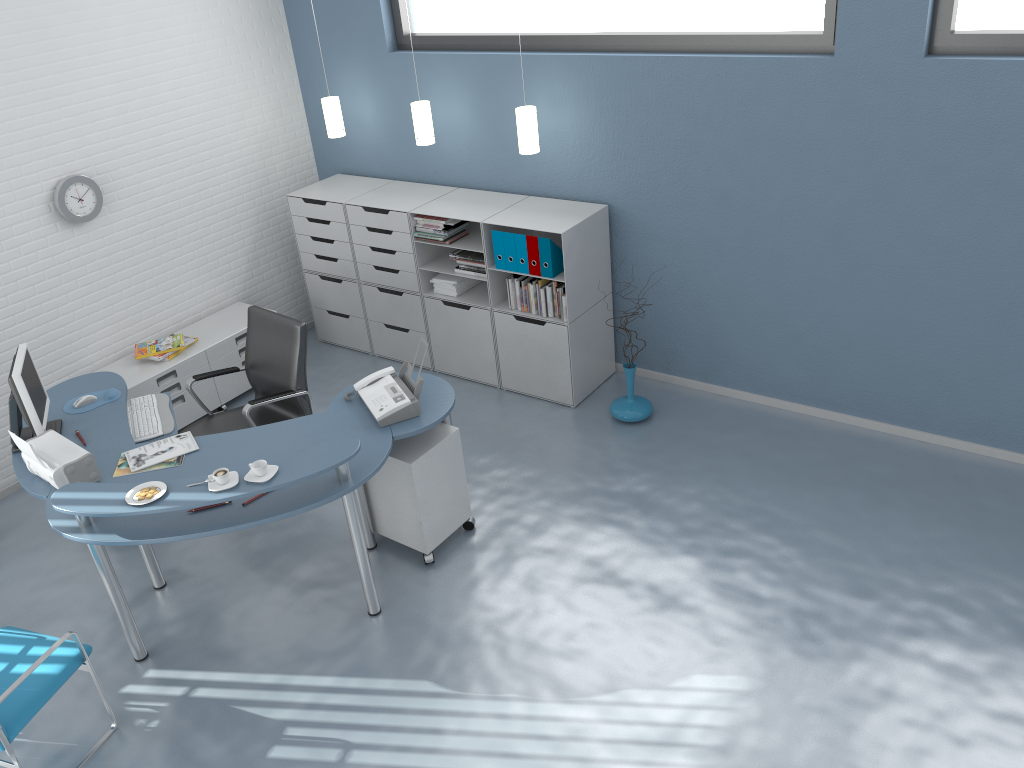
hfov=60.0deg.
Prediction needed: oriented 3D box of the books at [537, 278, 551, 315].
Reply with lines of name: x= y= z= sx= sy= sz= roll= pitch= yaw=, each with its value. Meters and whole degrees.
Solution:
books: x=0.211 y=-0.560 z=5.383 sx=0.021 sy=0.247 sz=0.157 roll=14 pitch=35 yaw=33

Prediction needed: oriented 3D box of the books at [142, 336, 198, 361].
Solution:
books: x=-2.206 y=-0.233 z=5.724 sx=0.210 sy=0.020 sz=0.300 roll=5 pitch=31 yaw=20

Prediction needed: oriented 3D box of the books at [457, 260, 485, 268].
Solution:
books: x=-0.192 y=-0.791 z=5.605 sx=0.251 sy=0.034 sz=0.197 roll=14 pitch=35 yaw=33

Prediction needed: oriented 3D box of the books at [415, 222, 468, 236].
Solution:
books: x=-0.450 y=-1.011 z=5.666 sx=0.265 sy=0.044 sz=0.212 roll=14 pitch=35 yaw=33

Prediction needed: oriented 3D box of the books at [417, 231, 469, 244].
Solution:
books: x=-0.443 y=-0.954 z=5.699 sx=0.265 sy=0.019 sz=0.209 roll=14 pitch=35 yaw=33

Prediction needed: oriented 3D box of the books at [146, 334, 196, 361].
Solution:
books: x=-2.218 y=-0.236 z=5.691 sx=0.210 sy=0.020 sz=0.300 roll=11 pitch=33 yaw=28

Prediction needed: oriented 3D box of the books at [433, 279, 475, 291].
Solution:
books: x=-0.363 y=-0.688 z=5.874 sx=0.190 sy=0.015 sz=0.270 roll=14 pitch=35 yaw=33

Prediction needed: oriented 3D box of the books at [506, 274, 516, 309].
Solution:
books: x=0.030 y=-0.588 z=5.515 sx=0.040 sy=0.203 sz=0.157 roll=14 pitch=35 yaw=33

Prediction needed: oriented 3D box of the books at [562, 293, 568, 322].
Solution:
books: x=0.358 y=-0.480 z=5.297 sx=0.032 sy=0.163 sz=0.178 roll=14 pitch=35 yaw=33

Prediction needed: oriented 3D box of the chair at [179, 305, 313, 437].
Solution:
chair: x=-1.441 y=0.159 z=4.904 sx=0.584 sy=0.948 sz=0.652 roll=18 pitch=37 yaw=37

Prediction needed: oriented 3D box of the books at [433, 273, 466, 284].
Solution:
books: x=-0.371 y=-0.730 z=5.858 sx=0.190 sy=0.015 sz=0.270 roll=11 pitch=33 yaw=29

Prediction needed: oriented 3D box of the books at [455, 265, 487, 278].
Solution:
books: x=-0.196 y=-0.739 z=5.631 sx=0.265 sy=0.034 sz=0.212 roll=14 pitch=35 yaw=33

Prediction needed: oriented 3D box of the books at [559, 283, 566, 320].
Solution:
books: x=0.337 y=-0.509 z=5.311 sx=0.032 sy=0.203 sz=0.157 roll=14 pitch=35 yaw=33

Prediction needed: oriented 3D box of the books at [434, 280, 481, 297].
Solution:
books: x=-0.363 y=-0.651 z=5.902 sx=0.190 sy=0.015 sz=0.270 roll=14 pitch=35 yaw=33

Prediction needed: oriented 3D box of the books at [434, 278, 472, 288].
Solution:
books: x=-0.360 y=-0.704 z=5.872 sx=0.190 sy=0.015 sz=0.270 roll=16 pitch=36 yaw=35

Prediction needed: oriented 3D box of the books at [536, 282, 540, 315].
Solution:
books: x=0.198 y=-0.545 z=5.405 sx=0.017 sy=0.203 sz=0.155 roll=14 pitch=35 yaw=33

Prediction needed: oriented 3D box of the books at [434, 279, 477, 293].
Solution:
books: x=-0.357 y=-0.677 z=5.885 sx=0.190 sy=0.015 sz=0.270 roll=15 pitch=36 yaw=34

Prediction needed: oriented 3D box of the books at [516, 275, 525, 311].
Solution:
books: x=0.081 y=-0.572 z=5.482 sx=0.022 sy=0.198 sz=0.157 roll=14 pitch=35 yaw=33

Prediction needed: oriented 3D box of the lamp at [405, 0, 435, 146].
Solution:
lamp: x=-0.635 y=-2.311 z=5.223 sx=0.120 sy=1.786 sz=0.120 roll=-8 pitch=29 yaw=-2

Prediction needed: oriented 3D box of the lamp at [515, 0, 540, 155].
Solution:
lamp: x=0.017 y=-2.143 z=4.790 sx=0.120 sy=1.786 sz=0.120 roll=-8 pitch=29 yaw=-2

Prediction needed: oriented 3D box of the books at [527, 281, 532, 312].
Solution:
books: x=0.150 y=-0.556 z=5.444 sx=0.032 sy=0.193 sz=0.146 roll=14 pitch=35 yaw=33

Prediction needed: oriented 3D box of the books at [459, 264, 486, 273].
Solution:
books: x=-0.183 y=-0.760 z=5.606 sx=0.224 sy=0.023 sz=0.212 roll=14 pitch=35 yaw=33

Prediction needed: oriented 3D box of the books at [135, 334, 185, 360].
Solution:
books: x=-2.248 y=-0.239 z=5.661 sx=0.300 sy=0.020 sz=0.210 roll=-15 pitch=30 yaw=-15

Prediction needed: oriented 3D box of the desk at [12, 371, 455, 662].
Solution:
desk: x=-1.437 y=0.548 z=4.252 sx=2.282 sy=0.900 sz=1.402 roll=0 pitch=30 yaw=12

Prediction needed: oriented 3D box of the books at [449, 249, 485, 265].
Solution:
books: x=-0.216 y=-0.821 z=5.586 sx=0.283 sy=0.041 sz=0.224 roll=14 pitch=35 yaw=33

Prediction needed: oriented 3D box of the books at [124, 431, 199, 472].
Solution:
books: x=-1.607 y=0.308 z=4.070 sx=0.300 sy=0.010 sz=0.200 roll=-20 pitch=32 yaw=-24

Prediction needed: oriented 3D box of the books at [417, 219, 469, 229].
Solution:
books: x=-0.433 y=-1.047 z=5.647 sx=0.298 sy=0.034 sz=0.187 roll=14 pitch=35 yaw=33

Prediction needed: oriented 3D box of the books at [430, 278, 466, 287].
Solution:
books: x=-0.384 y=-0.715 z=5.865 sx=0.190 sy=0.015 sz=0.270 roll=14 pitch=35 yaw=33

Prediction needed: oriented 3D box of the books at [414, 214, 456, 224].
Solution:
books: x=-0.460 y=-1.071 z=5.635 sx=0.258 sy=0.024 sz=0.212 roll=14 pitch=35 yaw=33

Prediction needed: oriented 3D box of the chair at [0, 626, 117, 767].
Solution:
chair: x=-1.977 y=1.183 z=3.416 sx=0.542 sy=0.707 sz=0.543 roll=5 pitch=31 yaw=20

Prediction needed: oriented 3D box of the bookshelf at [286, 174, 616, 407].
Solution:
bookshelf: x=-0.450 y=-0.706 z=6.055 sx=2.294 sy=1.141 sz=0.521 roll=14 pitch=35 yaw=33

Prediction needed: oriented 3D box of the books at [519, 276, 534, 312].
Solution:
books: x=0.103 y=-0.569 z=5.466 sx=0.032 sy=0.203 sz=0.157 roll=14 pitch=35 yaw=33

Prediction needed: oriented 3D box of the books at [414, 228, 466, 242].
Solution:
books: x=-0.463 y=-0.974 z=5.684 sx=0.240 sy=0.034 sz=0.234 roll=14 pitch=35 yaw=33

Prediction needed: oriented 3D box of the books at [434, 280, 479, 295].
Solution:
books: x=-0.364 y=-0.664 z=5.894 sx=0.190 sy=0.015 sz=0.270 roll=12 pitch=34 yaw=30

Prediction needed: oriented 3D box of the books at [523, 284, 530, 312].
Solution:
books: x=0.126 y=-0.550 z=5.460 sx=0.021 sy=0.172 sz=0.157 roll=14 pitch=35 yaw=33

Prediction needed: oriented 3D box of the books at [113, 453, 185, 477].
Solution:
books: x=-1.635 y=0.340 z=4.022 sx=0.300 sy=0.005 sz=0.200 roll=-10 pitch=29 yaw=-6

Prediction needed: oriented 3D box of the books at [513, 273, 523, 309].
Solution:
books: x=0.063 y=-0.596 z=5.496 sx=0.032 sy=0.229 sz=0.138 roll=14 pitch=35 yaw=33

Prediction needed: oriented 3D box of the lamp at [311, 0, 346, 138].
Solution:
lamp: x=-1.287 y=-2.479 z=5.655 sx=0.120 sy=1.786 sz=0.120 roll=-8 pitch=29 yaw=-2

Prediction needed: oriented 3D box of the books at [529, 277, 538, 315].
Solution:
books: x=0.171 y=-0.555 z=5.413 sx=0.038 sy=0.217 sz=0.166 roll=14 pitch=35 yaw=33
